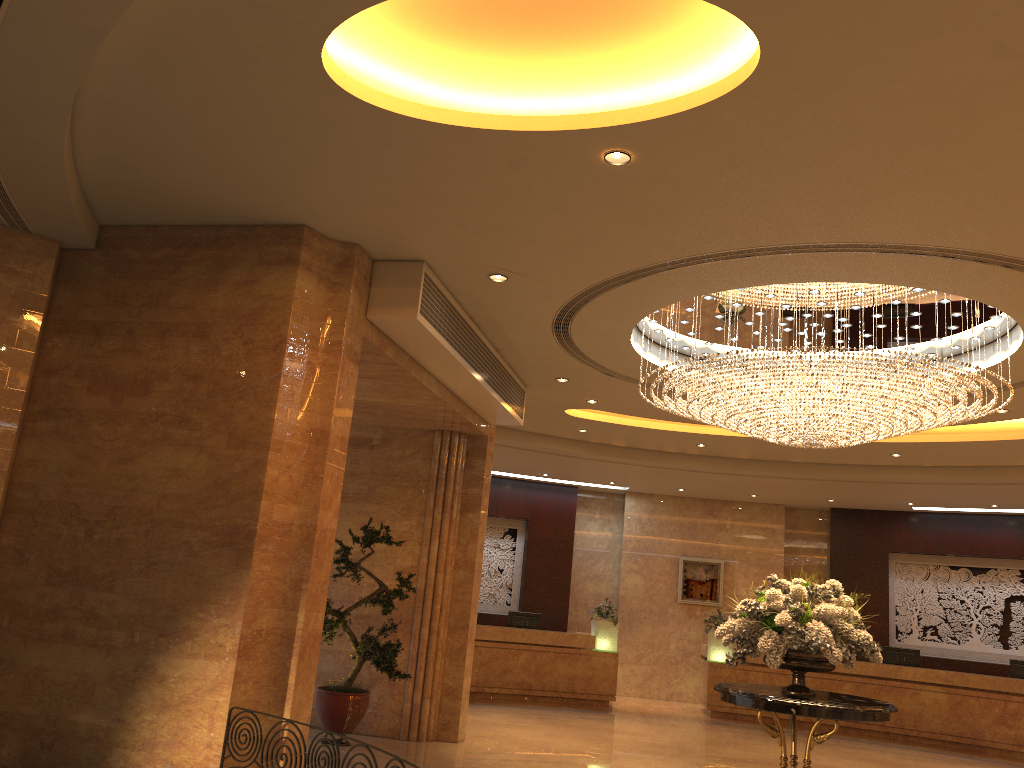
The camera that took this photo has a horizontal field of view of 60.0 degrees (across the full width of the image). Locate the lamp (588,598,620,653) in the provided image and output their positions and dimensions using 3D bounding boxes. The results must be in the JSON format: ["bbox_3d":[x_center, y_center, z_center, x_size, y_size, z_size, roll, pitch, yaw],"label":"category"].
[{"bbox_3d":[1.616,4.218,15.607,0.570,0.923,0.580,3,-14,10],"label":"lamp"}]

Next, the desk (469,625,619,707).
[{"bbox_3d":[-0.600,4.692,15.077,5.227,1.155,1.570,11,-15,-21],"label":"desk"}]

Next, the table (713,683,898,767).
[{"bbox_3d":[2.429,3.167,7.430,1.493,1.089,1.493,4,-14,7],"label":"table"}]

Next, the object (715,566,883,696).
[{"bbox_3d":[2.513,2.165,7.707,1.277,0.999,1.318,-7,-19,43],"label":"object"}]

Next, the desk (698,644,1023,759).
[{"bbox_3d":[8.466,4.876,12.248,3.466,1.155,12.951,17,-18,-40],"label":"desk"}]

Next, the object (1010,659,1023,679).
[{"bbox_3d":[8.273,4.667,14.120,0.430,0.500,0.531,9,-14,-14],"label":"object"}]

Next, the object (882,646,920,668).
[{"bbox_3d":[6.630,4.749,15.111,0.430,0.500,0.531,12,-15,-25],"label":"object"}]

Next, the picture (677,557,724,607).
[{"bbox_3d":[3.759,3.935,17.657,0.875,0.890,0.068,4,-14,5],"label":"picture"}]

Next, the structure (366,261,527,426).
[{"bbox_3d":[-0.486,-0.239,8.957,0.425,0.483,4.113,2,-14,13],"label":"structure"}]

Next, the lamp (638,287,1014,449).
[{"bbox_3d":[2.788,-0.014,8.187,3.204,1.196,3.206,16,-17,-38],"label":"lamp"}]

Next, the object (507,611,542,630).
[{"bbox_3d":[0.054,4.255,15.607,0.918,0.500,0.397,6,-14,-4],"label":"object"}]

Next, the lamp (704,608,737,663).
[{"bbox_3d":[3.655,4.417,15.623,0.577,0.925,0.542,2,-14,15],"label":"lamp"}]

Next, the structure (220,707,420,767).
[{"bbox_3d":[-2.160,1.553,1.540,3.815,0.995,7.624,-3,-16,31],"label":"structure"}]

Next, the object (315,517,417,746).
[{"bbox_3d":[-1.685,2.615,9.484,1.250,2.363,0.843,7,-14,-6],"label":"object"}]
